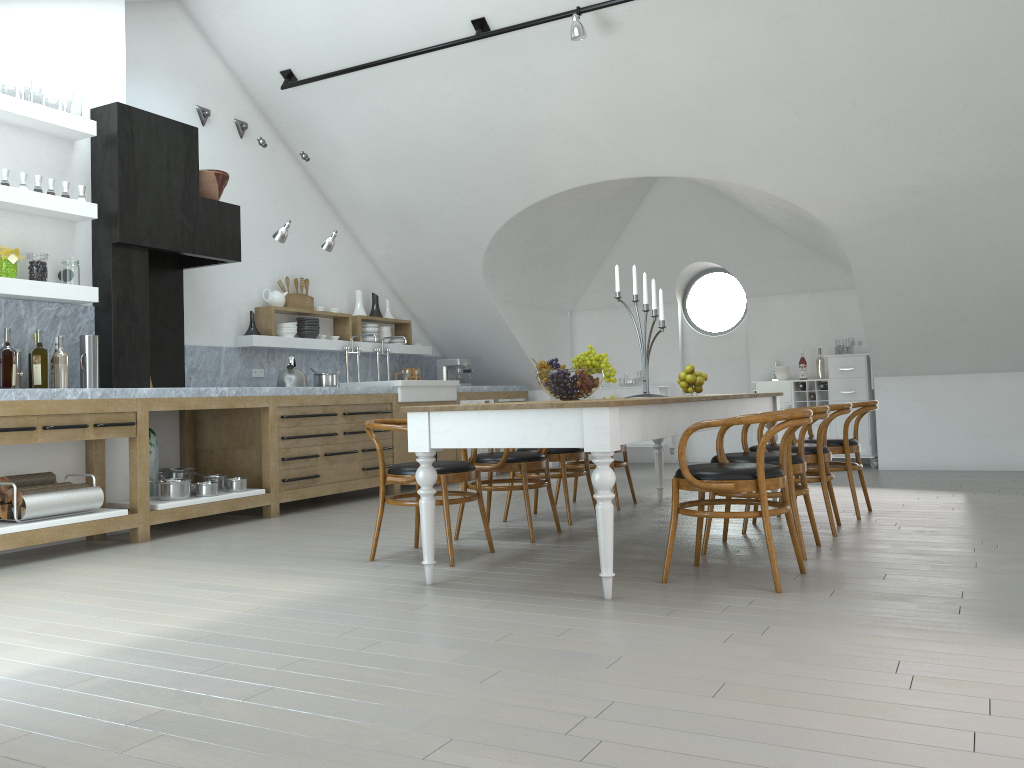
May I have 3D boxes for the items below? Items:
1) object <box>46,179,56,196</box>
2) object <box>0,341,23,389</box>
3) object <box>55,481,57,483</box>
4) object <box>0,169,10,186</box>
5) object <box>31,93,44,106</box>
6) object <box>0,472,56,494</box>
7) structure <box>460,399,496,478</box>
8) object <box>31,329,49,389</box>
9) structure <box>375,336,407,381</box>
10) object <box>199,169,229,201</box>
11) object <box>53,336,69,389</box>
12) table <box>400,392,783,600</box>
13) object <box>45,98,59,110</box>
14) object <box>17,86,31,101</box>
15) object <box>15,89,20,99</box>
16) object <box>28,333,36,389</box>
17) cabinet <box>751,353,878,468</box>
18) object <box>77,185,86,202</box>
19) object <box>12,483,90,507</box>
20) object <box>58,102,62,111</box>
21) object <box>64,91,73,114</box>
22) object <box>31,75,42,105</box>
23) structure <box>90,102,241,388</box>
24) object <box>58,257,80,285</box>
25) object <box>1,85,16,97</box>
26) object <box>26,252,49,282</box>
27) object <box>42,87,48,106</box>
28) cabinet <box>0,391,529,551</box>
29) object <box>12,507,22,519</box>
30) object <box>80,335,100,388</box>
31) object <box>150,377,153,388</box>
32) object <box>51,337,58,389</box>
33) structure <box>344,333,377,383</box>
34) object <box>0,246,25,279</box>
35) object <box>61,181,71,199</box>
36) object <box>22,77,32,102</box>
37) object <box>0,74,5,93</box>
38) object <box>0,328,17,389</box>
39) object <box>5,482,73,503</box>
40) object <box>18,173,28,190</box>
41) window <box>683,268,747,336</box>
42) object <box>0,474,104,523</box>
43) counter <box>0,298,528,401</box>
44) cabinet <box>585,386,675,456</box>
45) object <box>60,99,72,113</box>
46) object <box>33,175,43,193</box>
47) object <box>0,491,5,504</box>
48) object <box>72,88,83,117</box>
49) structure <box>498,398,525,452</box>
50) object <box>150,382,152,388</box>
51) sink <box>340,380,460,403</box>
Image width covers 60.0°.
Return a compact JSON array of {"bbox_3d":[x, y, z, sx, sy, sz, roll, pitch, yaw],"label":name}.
[{"bbox_3d":[-2.866,-1.212,5.509,0.064,0.124,0.067,-3,-2,22],"label":"object"},{"bbox_3d":[-2.945,-0.104,5.138,0.184,0.286,0.183,0,-3,-38],"label":"object"},{"bbox_3d":[-2.886,0.623,5.247,0.071,0.073,0.422,-3,-1,26],"label":"object"},{"bbox_3d":[-3.004,-1.212,5.252,0.064,0.124,0.067,-3,-2,22],"label":"object"},{"bbox_3d":[-2.936,-1.738,5.474,0.082,0.105,0.081,-2,-2,-4],"label":"object"},{"bbox_3d":[-2.808,0.573,5.139,0.104,0.102,0.291,-3,-1,26],"label":"object"},{"bbox_3d":[-0.603,0.588,9.363,0.598,0.824,0.724,-3,-2,28],"label":"structure"},{"bbox_3d":[-2.742,-0.139,5.149,0.092,0.359,0.092,-1,-3,-18],"label":"object"},{"bbox_3d":[-1.197,-0.213,8.968,0.332,0.530,0.214,-2,-2,9],"label":"structure"},{"bbox_3d":[-2.310,-1.459,6.655,0.348,0.237,0.366,0,-2,-44],"label":"object"},{"bbox_3d":[-2.728,-0.126,5.360,0.085,0.331,0.085,-4,-3,37],"label":"object"},{"bbox_3d":[0.749,0.481,5.195,1.018,0.800,3.347,-3,-1,28],"label":"table"},{"bbox_3d":[-2.871,-1.729,5.531,0.077,0.085,0.077,-1,-2,-29],"label":"object"},{"bbox_3d":[-2.940,-1.736,5.342,0.071,0.099,0.071,-2,-2,-8],"label":"object"},{"bbox_3d":[-3.025,-1.730,5.375,0.094,0.093,0.093,-1,-2,-29],"label":"object"},{"bbox_3d":[-2.813,-0.131,5.244,0.092,0.339,0.092,1,-4,-44],"label":"object"},{"bbox_3d":[3.229,0.288,9.426,1.241,1.155,0.609,-3,-2,28],"label":"cabinet"},{"bbox_3d":[-2.761,-1.213,5.685,0.064,0.124,0.067,-3,-2,22],"label":"object"},{"bbox_3d":[-2.657,0.641,5.129,0.092,0.093,0.437,-3,-1,26],"label":"object"},{"bbox_3d":[-2.894,-1.731,5.620,0.094,0.093,0.093,-1,-2,-29],"label":"object"},{"bbox_3d":[-2.826,-1.775,5.656,0.054,0.179,0.054,-2,-3,4],"label":"object"},{"bbox_3d":[-2.895,-1.781,5.399,0.063,0.187,0.063,-2,-2,-4],"label":"object"},{"bbox_3d":[-2.594,-0.896,6.388,0.780,1.887,1.075,-3,-3,28],"label":"structure"},{"bbox_3d":[-2.793,-0.703,5.597,0.103,0.178,0.207,0,-2,-40],"label":"object"},{"bbox_3d":[-3.002,-1.729,5.286,0.077,0.085,0.077,-1,-2,-29],"label":"object"},{"bbox_3d":[-2.893,-0.706,5.406,0.120,0.183,0.120,-4,-3,43],"label":"object"},{"bbox_3d":[-2.934,-1.768,5.557,0.048,0.169,0.048,-4,-3,36],"label":"object"},{"bbox_3d":[-1.715,0.612,7.627,1.003,1.023,6.426,-3,-1,28],"label":"cabinet"},{"bbox_3d":[-2.685,0.722,5.147,0.067,0.067,0.422,-3,-1,26],"label":"object"},{"bbox_3d":[-2.663,-0.135,5.561,0.114,0.340,0.164,-3,-3,31],"label":"object"},{"bbox_3d":[-2.684,-0.159,6.429,0.148,0.428,0.078,-1,-3,-27],"label":"object"},{"bbox_3d":[-2.791,-0.124,5.451,0.081,0.330,0.081,0,-3,-35],"label":"object"},{"bbox_3d":[-1.428,-0.212,8.538,0.332,0.530,0.214,-2,-2,9],"label":"structure"},{"bbox_3d":[-2.985,-0.713,5.229,0.128,0.199,0.163,-3,-2,23],"label":"object"},{"bbox_3d":[-2.814,-1.213,5.587,0.064,0.124,0.067,-3,-2,22],"label":"object"},{"bbox_3d":[-2.957,-1.775,5.411,0.054,0.179,0.054,-2,-3,4],"label":"object"},{"bbox_3d":[-3.065,-1.768,5.312,0.048,0.169,0.048,-4,-3,36],"label":"object"},{"bbox_3d":[-2.832,-0.135,4.973,0.092,0.359,0.092,-1,-3,-28],"label":"object"},{"bbox_3d":[-2.739,0.629,5.141,0.101,0.087,0.362,-3,-1,26],"label":"object"},{"bbox_3d":[-2.952,-1.212,5.350,0.064,0.124,0.067,-3,-2,22],"label":"object"},{"bbox_3d":[2.407,-0.962,10.436,0.899,0.901,0.060,-3,-3,28],"label":"window"},{"bbox_3d":[-2.758,0.666,5.200,0.429,0.232,0.527,-3,-1,26],"label":"object"},{"bbox_3d":[-1.727,-0.207,7.740,0.961,0.620,6.573,-3,-1,28],"label":"counter"},{"bbox_3d":[1.267,0.434,10.256,1.134,0.790,0.496,-3,-2,28],"label":"cabinet"},{"bbox_3d":[-2.809,-1.737,5.586,0.071,0.099,0.071,-2,-2,-8],"label":"object"},{"bbox_3d":[-2.898,-1.213,5.419,0.064,0.124,0.067,-3,-2,22],"label":"object"},{"bbox_3d":[-2.825,0.645,5.195,0.114,0.079,0.434,-3,-1,26],"label":"object"},{"bbox_3d":[-2.764,-1.782,5.643,0.063,0.187,0.063,-2,-2,-4],"label":"object"},{"bbox_3d":[-0.246,0.492,10.032,0.630,0.637,0.632,-3,-2,28],"label":"structure"},{"bbox_3d":[-2.608,-0.118,6.251,0.148,0.336,0.081,-3,-3,18],"label":"object"},{"bbox_3d":[-1.072,0.079,8.574,0.727,0.202,1.020,-2,-1,28],"label":"sink"}]
